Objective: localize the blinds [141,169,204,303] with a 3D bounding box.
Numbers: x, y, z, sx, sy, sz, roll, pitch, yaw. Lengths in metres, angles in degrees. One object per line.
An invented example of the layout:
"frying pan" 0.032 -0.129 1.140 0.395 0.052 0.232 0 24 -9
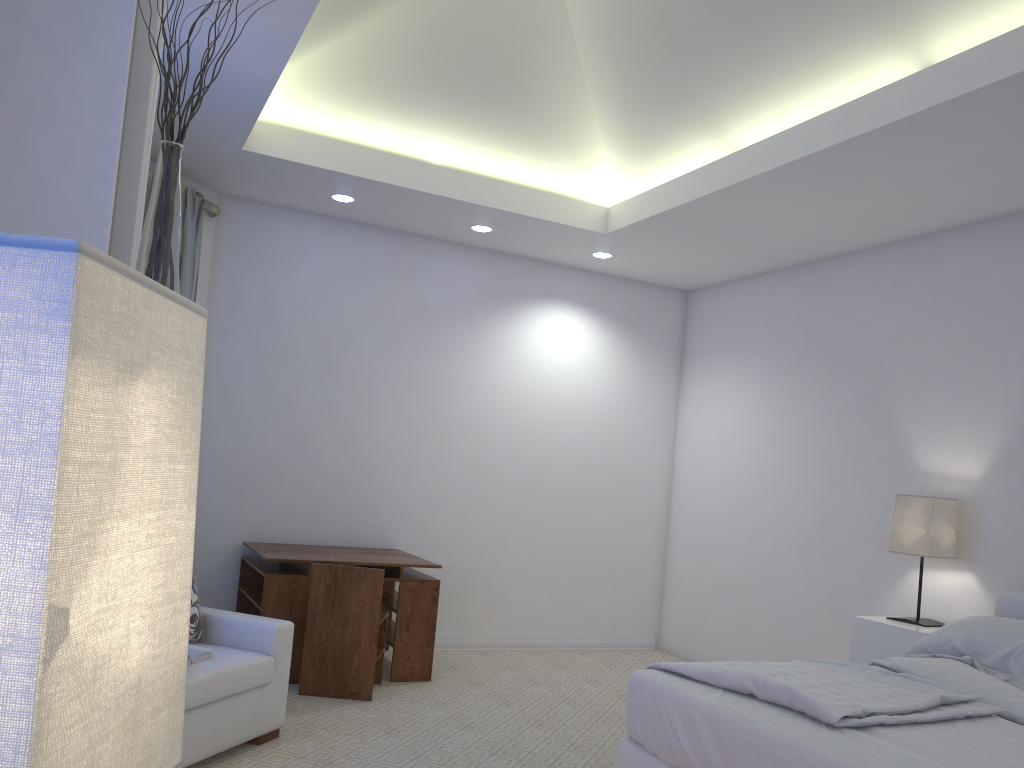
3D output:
"blinds" -1.804 0.152 4.117 0.295 2.411 1.779 4 -4 22

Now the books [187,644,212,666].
"books" -1.189 0.921 3.073 0.193 0.088 0.238 4 -6 16

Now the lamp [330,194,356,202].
"lamp" -0.907 -0.991 4.754 0.137 0.014 0.138 1 -7 37

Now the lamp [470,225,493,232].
"lamp" -0.175 -0.889 5.101 0.137 0.014 0.138 1 -7 37

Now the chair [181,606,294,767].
"chair" -1.302 0.971 3.234 0.687 0.702 0.810 4 -5 20

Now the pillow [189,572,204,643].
"pillow" -1.281 0.856 3.371 0.135 0.272 0.276 4 -4 19

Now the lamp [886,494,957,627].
"lamp" 1.892 0.809 4.084 0.211 0.580 0.210 7 -4 -30

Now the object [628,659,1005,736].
"object" 0.918 1.125 2.810 0.720 0.465 0.914 8 -6 -29

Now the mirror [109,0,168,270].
"mirror" -0.663 -0.545 1.585 0.039 0.937 0.841 7 -4 -25

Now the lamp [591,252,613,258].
"lamp" 0.555 -0.786 5.448 0.137 0.014 0.138 1 -7 37

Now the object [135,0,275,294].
"object" -0.396 -0.293 1.132 0.189 0.691 0.193 5 -3 3

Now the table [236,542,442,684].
"table" -0.956 1.209 4.754 0.902 0.598 0.741 8 -5 -25

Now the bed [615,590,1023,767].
"bed" 1.604 1.121 2.627 2.025 0.812 1.971 8 -6 -26

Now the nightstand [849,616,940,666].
"nightstand" 2.278 1.331 3.022 0.401 0.598 2.553 7 -6 -25

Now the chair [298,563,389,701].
"chair" -0.795 1.172 4.293 0.340 0.608 0.341 5 -3 0
